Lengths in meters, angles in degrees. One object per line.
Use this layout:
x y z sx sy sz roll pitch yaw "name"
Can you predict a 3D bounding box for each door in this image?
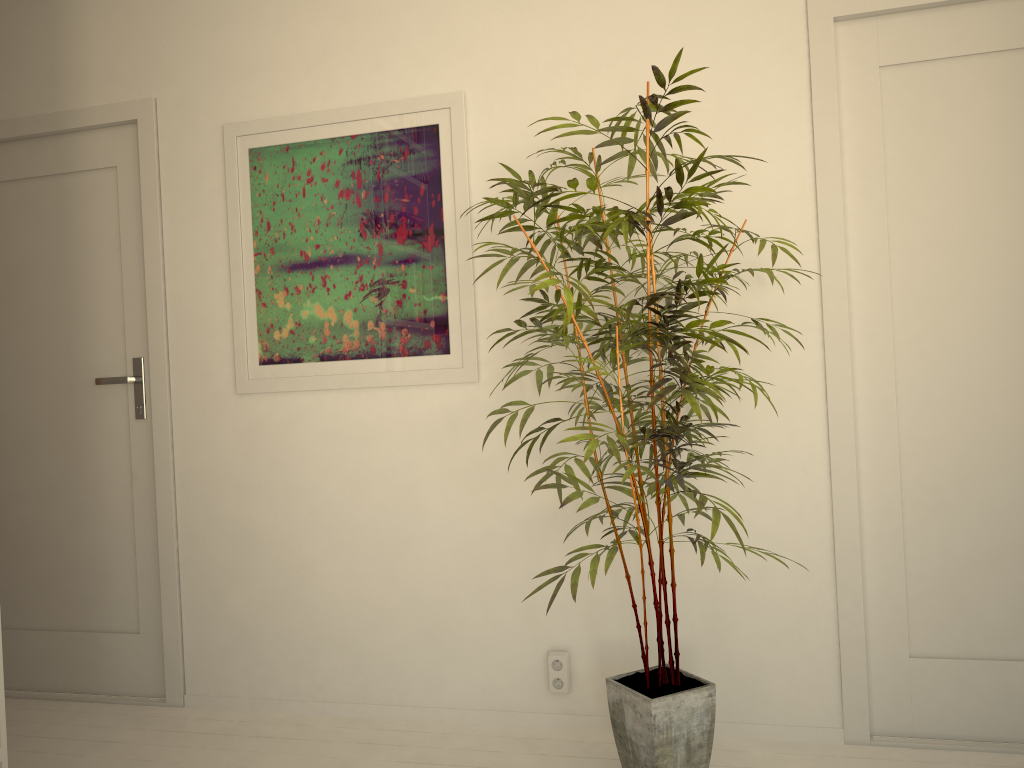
1.330 -0.060 2.346 0.955 2.033 0.166 -3 0 15 "door"
-1.588 0.082 3.134 0.955 2.033 0.166 -3 0 15 "door"

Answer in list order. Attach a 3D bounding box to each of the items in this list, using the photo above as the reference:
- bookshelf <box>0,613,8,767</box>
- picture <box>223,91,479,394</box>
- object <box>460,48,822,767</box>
-1.334 -0.356 1.561 0.249 2.900 0.710 -3 0 15 "bookshelf"
-0.519 -0.424 2.773 0.822 0.877 0.012 -3 0 15 "picture"
-0.231 0.180 2.112 2.088 1.711 0.778 -3 0 -4 "object"
